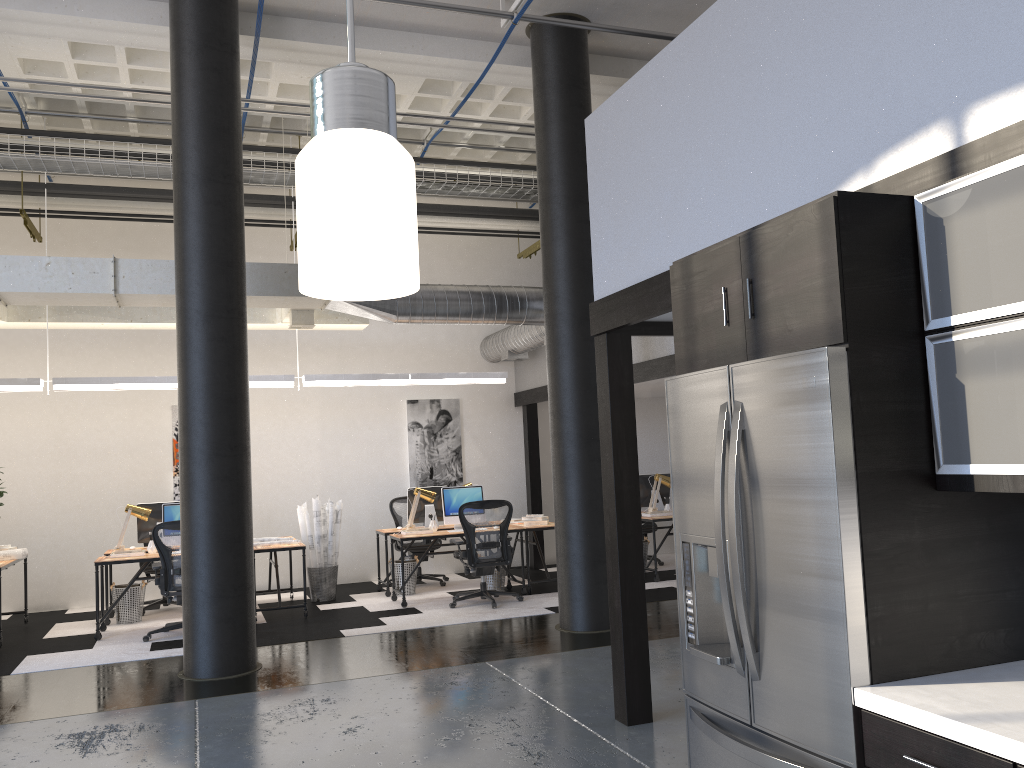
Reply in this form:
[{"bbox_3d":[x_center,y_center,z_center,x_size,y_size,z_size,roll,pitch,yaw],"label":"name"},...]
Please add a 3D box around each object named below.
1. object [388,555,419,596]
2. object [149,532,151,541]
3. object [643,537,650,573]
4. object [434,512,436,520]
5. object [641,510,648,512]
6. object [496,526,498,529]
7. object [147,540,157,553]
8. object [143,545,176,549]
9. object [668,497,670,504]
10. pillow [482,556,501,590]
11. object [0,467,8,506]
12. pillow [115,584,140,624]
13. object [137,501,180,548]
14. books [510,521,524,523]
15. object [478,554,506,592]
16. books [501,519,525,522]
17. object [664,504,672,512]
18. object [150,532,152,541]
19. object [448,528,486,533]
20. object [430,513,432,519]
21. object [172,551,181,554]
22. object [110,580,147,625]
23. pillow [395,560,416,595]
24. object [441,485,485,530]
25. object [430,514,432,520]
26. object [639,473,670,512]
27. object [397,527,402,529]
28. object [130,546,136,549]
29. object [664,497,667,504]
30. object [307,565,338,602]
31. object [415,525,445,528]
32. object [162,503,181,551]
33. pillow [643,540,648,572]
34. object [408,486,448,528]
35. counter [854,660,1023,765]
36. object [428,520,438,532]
[{"bbox_3d":[-1.232,2.192,10.154,0.358,0.434,0.353,-1,-5,-24],"label":"object"},{"bbox_3d":[-3.601,1.583,8.844,0.054,0.207,0.008,-5,-5,35],"label":"object"},{"bbox_3d":[1.551,2.138,11.096,0.358,0.434,0.353,-1,-5,-24],"label":"object"},{"bbox_3d":[-0.869,1.539,9.890,0.054,0.207,0.008,0,-5,-37],"label":"object"},{"bbox_3d":[1.770,1.641,11.497,0.439,0.017,0.119,-1,-5,-20],"label":"object"},{"bbox_3d":[-0.175,1.590,9.819,0.059,0.029,0.106,-1,-5,-19],"label":"object"},{"bbox_3d":[-3.586,1.624,8.847,0.101,0.126,0.101,-5,-5,25],"label":"object"},{"bbox_3d":[-3.721,1.740,9.526,0.439,0.017,0.119,-1,-5,-20],"label":"object"},{"bbox_3d":[1.914,1.484,10.832,0.054,0.207,0.008,0,-5,-37],"label":"object"},{"bbox_3d":[-0.240,2.156,10.121,0.239,0.406,0.120,-1,-4,-19],"label":"pillow"},{"bbox_3d":[-4.894,1.126,8.086,0.513,1.076,0.439,0,-5,-29],"label":"object"},{"bbox_3d":[-3.917,2.242,9.048,0.239,0.406,0.120,-1,-4,-19],"label":"pillow"},{"bbox_3d":[-3.681,1.488,9.324,0.483,0.485,0.190,-1,-4,-20],"label":"object"},{"bbox_3d":[0.088,1.644,10.542,0.243,0.019,0.205,2,-6,-42],"label":"books"},{"bbox_3d":[-0.218,2.135,10.047,0.358,0.434,0.353,-1,-5,-24],"label":"object"},{"bbox_3d":[0.010,1.672,10.881,0.235,0.024,0.200,-7,-6,43],"label":"books"},{"bbox_3d":[1.905,1.526,10.818,0.101,0.126,0.101,-5,-5,25],"label":"object"},{"bbox_3d":[-3.601,1.584,8.857,0.008,0.207,0.054,0,-5,-33],"label":"object"},{"bbox_3d":[-0.486,1.602,9.714,0.439,0.017,0.119,-1,-5,-20],"label":"object"},{"bbox_3d":[-0.893,1.540,9.886,0.008,0.207,0.054,0,-5,-33],"label":"object"},{"bbox_3d":[-3.194,1.646,8.685,0.439,0.017,0.119,-1,-5,-20],"label":"object"},{"bbox_3d":[-3.940,2.236,9.125,0.358,0.434,0.353,-1,-5,-24],"label":"object"},{"bbox_3d":[-1.209,2.198,10.077,0.239,0.406,0.120,-1,-4,-19],"label":"pillow"},{"bbox_3d":[-0.548,1.390,9.947,0.483,0.485,0.190,-1,-4,-20],"label":"object"},{"bbox_3d":[-0.892,1.539,9.873,0.054,0.207,0.008,-5,-5,35],"label":"object"},{"bbox_3d":[1.810,1.389,11.295,0.483,0.485,0.190,-1,-4,-20],"label":"object"},{"bbox_3d":[-1.324,1.696,10.450,0.059,0.029,0.106,-1,-5,-19],"label":"object"},{"bbox_3d":[-4.032,1.740,9.421,0.059,0.029,0.106,-1,-5,-19],"label":"object"},{"bbox_3d":[1.890,1.484,10.815,0.054,0.207,0.008,-5,-5,35],"label":"object"},{"bbox_3d":[-2.132,2.252,10.004,0.353,0.398,0.353,-5,-5,25],"label":"object"},{"bbox_3d":[-1.013,1.696,10.555,0.439,0.017,0.119,-1,-5,-20],"label":"object"},{"bbox_3d":[-3.256,1.434,8.918,0.483,0.485,0.190,-1,-4,-20],"label":"object"},{"bbox_3d":[1.574,2.144,11.019,0.239,0.406,0.120,-1,-4,-19],"label":"pillow"},{"bbox_3d":[-0.973,1.444,10.353,0.483,0.485,0.190,-1,-4,-20],"label":"object"},{"bbox_3d":[1.348,0.752,1.949,0.676,0.047,0.920,-1,-5,-20],"label":"counter"},{"bbox_3d":[-0.877,1.580,9.876,0.101,0.126,0.101,-5,-5,25],"label":"object"}]
